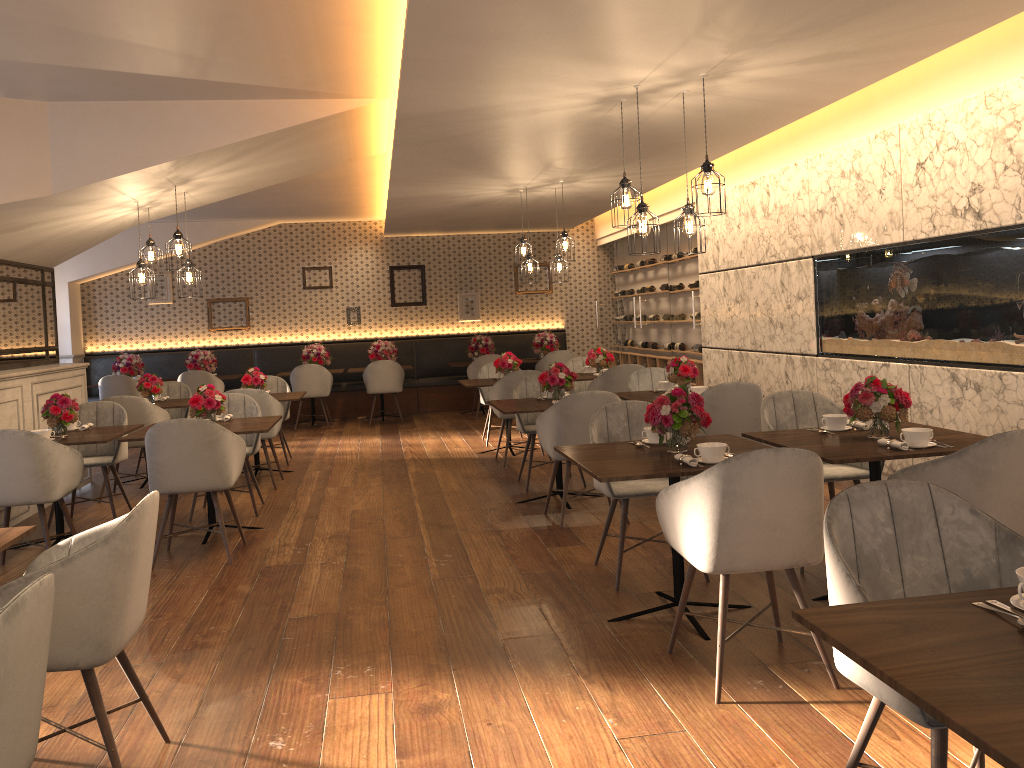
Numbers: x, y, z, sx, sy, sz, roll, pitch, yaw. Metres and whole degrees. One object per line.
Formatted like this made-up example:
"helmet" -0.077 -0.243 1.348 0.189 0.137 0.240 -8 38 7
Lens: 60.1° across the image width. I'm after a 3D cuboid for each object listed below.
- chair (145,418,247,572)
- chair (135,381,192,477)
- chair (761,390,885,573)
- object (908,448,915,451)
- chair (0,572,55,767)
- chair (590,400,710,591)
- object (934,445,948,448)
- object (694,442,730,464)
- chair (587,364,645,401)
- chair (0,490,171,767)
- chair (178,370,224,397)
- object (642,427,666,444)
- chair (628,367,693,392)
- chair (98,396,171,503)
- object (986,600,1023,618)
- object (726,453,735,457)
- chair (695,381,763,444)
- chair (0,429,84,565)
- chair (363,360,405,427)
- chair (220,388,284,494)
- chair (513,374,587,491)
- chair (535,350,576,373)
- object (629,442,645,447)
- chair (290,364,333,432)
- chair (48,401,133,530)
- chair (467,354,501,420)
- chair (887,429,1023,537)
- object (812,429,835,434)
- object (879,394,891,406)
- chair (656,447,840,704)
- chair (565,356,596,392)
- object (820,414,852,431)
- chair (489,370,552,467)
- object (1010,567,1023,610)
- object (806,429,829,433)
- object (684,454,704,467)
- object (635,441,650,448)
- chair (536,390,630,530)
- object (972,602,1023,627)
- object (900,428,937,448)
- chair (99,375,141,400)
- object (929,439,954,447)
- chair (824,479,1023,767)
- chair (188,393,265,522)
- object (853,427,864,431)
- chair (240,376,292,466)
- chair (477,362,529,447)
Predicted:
"chair" -1.896 0.613 5.299 0.565 0.871 0.527 -3 2 -9
"chair" -3.434 0.424 8.756 0.565 0.871 0.527 -3 2 -9
"chair" 1.627 0.486 4.727 0.565 0.871 0.527 -3 2 -9
"object" 1.651 0.259 3.777 0.025 0.024 0.193 -3 4 -9
"chair" -1.195 0.848 1.752 0.526 0.871 0.565 -3 2 -9
"chair" 0.680 0.543 4.581 0.565 0.871 0.527 -3 2 -9
"object" 1.804 0.259 3.818 0.022 0.004 0.211 -3 4 -9
"object" 0.823 0.285 3.639 0.148 0.072 0.148 0 4 34
"chair" 1.041 0.234 8.408 0.565 0.871 0.527 -3 2 -9
"chair" -1.339 0.785 2.680 0.526 0.871 0.565 -3 2 -9
"chair" -4.052 0.244 11.515 0.565 0.871 0.527 -3 2 -9
"object" 0.694 0.246 4.235 0.148 0.072 0.148 0 4 34
"chair" 1.232 0.311 7.275 0.565 0.871 0.527 -3 2 -9
"chair" -3.199 0.512 7.449 0.565 0.871 0.527 -3 2 -9
"object" 1.006 0.456 1.729 0.022 0.004 0.211 -3 4 -9
"object" 0.933 0.306 3.676 0.043 0.015 0.197 -4 4 -12
"chair" 1.420 0.402 5.960 0.565 0.871 0.527 -3 2 -9
"chair" -2.843 0.669 5.152 0.565 0.871 0.527 -3 2 -9
"chair" -1.707 0.103 11.878 0.565 0.871 0.527 -3 2 -9
"chair" -2.252 0.455 7.595 0.565 0.871 0.527 -3 2 -9
"chair" 0.285 0.368 7.128 0.565 0.871 0.527 -3 2 -9
"chair" 0.637 -0.038 12.240 0.565 0.871 0.527 -3 2 -9
"object" 0.587 0.283 4.199 0.043 0.015 0.197 -4 4 -12
"chair" -2.654 0.160 11.731 0.565 0.871 0.527 -3 2 -9
"chair" -3.078 0.581 6.460 0.565 0.871 0.527 -3 2 -9
"chair" -0.310 0.019 12.093 0.565 0.871 0.527 -3 2 -9
"chair" 1.815 0.577 3.412 0.565 0.871 0.527 -3 2 -9
"object" 1.530 0.233 4.338 0.022 0.004 0.211 -3 4 -9
"object" 1.661 0.070 3.997 0.048 0.052 0.076 -4 4 -29
"chair" 0.868 0.634 3.266 0.565 0.871 0.527 -3 2 -9
"chair" 0.852 0.143 9.723 0.565 0.871 0.527 -3 2 -9
"object" 1.601 0.192 4.375 0.148 0.072 0.148 0 4 34
"chair" 0.094 0.291 8.262 0.565 0.871 0.527 -3 2 -9
"object" 1.077 0.416 1.766 0.148 0.072 0.148 0 4 34
"object" 1.494 0.229 4.339 0.043 0.015 0.197 -4 4 -12
"object" 0.744 0.313 3.637 0.025 0.024 0.193 -3 4 -9
"object" 0.623 0.287 4.198 0.022 0.004 0.211 -3 4 -9
"chair" 0.473 0.459 5.814 0.565 0.871 0.527 -3 2 -9
"object" 0.970 0.452 1.730 0.043 0.015 0.197 -4 4 -12
"object" 1.730 0.231 3.779 0.148 0.072 0.148 0 4 34
"chair" -4.999 0.301 11.369 0.565 0.871 0.527 -3 2 -9
"object" 1.840 0.252 3.816 0.043 0.015 0.197 -4 4 -12
"chair" 1.059 0.711 2.132 0.565 0.871 0.527 -3 2 -9
"chair" -2.131 0.525 6.606 0.565 0.871 0.527 -3 2 -9
"object" 1.682 0.212 4.379 0.025 0.024 0.193 -3 4 -9
"chair" -2.487 0.367 8.903 0.565 0.871 0.527 -3 2 -9
"chair" -0.095 0.200 9.577 0.565 0.871 0.527 -3 2 -9
